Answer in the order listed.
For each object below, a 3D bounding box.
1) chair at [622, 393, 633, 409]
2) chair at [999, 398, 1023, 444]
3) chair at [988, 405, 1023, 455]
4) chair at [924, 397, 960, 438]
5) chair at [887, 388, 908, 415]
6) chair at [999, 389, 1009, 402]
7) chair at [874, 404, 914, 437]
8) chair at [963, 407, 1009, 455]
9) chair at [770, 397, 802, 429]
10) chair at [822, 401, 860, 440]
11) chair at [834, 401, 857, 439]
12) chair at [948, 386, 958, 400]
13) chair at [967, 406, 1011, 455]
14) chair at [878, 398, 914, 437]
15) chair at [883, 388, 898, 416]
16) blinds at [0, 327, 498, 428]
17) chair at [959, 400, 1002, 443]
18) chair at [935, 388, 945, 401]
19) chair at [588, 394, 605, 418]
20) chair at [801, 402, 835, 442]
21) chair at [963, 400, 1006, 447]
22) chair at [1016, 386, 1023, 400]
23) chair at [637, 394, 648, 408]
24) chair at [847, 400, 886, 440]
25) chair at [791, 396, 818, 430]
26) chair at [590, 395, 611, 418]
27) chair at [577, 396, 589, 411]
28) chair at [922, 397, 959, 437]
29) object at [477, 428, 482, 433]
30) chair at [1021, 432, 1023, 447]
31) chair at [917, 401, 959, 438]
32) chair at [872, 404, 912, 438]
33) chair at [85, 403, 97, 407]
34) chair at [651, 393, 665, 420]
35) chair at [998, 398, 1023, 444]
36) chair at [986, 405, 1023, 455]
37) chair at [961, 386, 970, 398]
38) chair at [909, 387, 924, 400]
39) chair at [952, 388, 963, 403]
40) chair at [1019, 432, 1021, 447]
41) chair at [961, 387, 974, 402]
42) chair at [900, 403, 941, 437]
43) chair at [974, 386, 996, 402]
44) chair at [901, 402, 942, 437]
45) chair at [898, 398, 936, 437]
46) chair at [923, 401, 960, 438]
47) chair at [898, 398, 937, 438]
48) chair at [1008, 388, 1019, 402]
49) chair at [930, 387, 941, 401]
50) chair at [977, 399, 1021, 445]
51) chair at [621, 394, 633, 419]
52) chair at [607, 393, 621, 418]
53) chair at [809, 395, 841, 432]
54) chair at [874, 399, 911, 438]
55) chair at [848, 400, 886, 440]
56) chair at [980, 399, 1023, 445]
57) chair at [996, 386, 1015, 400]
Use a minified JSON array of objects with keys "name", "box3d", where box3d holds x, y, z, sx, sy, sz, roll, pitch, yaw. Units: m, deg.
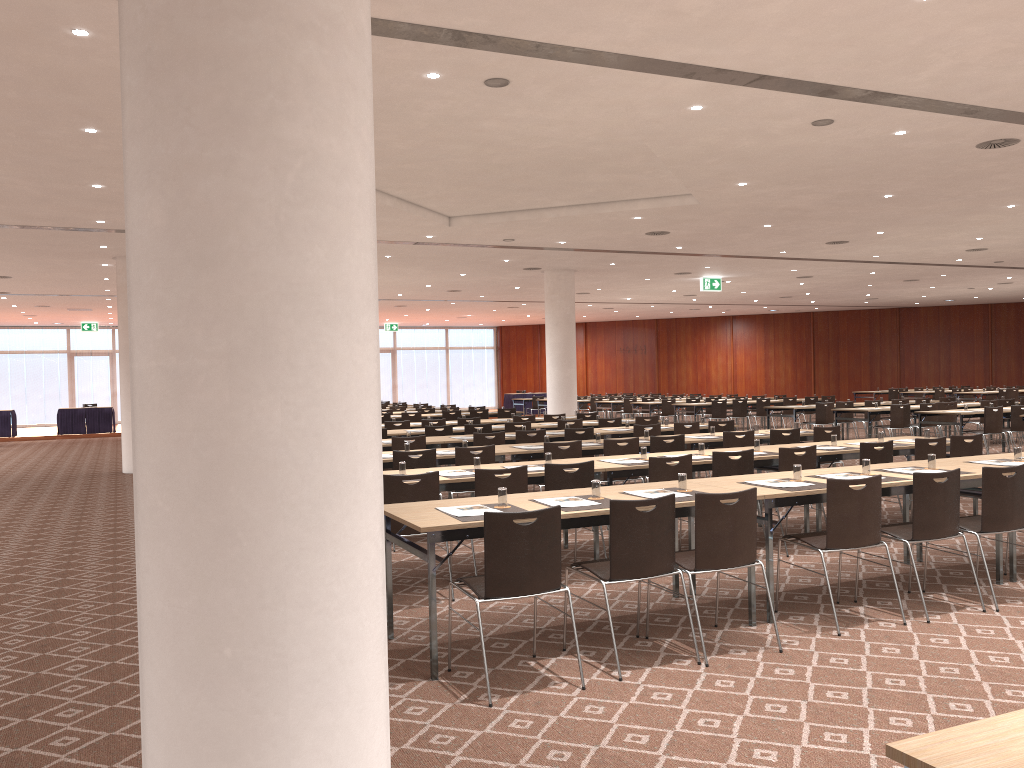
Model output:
[{"name":"chair","box3d":[4.137,0.793,32.210,0.535,0.939,0.613,-2,1,-24]},{"name":"chair","box3d":[10.397,0.754,18.119,0.535,0.939,0.613,-2,1,-24]},{"name":"chair","box3d":[8.582,0.821,15.172,0.535,0.939,0.613,-2,1,-23]},{"name":"chair","box3d":[9.676,0.757,19.906,0.535,0.939,0.614,-2,1,-26]},{"name":"chair","box3d":[13.038,0.599,29.821,0.535,0.939,0.614,-2,1,-26]},{"name":"chair","box3d":[14.107,0.606,25.705,0.535,0.939,0.614,-2,1,-26]},{"name":"chair","box3d":[7.219,0.841,16.708,0.535,0.939,0.613,-2,1,-23]},{"name":"chair","box3d":[7.916,0.839,14.829,0.535,0.939,0.613,-2,1,-26]},{"name":"chair","box3d":[7.011,0.799,22.698,0.535,0.939,0.613,-2,1,-24]},{"name":"chair","box3d":[6.956,0.831,18.780,0.535,0.939,0.613,-2,1,-27]},{"name":"chair","box3d":[6.895,0.833,18.752,0.535,0.939,0.613,-2,1,-26]},{"name":"chair","box3d":[15.085,0.544,30.595,0.535,0.939,0.613,-2,1,-26]},{"name":"chair","box3d":[7.918,0.839,14.830,0.535,0.939,0.613,-2,1,-23]},{"name":"chair","box3d":[8.436,0.790,19.484,0.535,0.939,0.613,-2,1,-21]},{"name":"chair","box3d":[12.511,0.615,29.373,0.535,0.939,0.614,-2,1,-24]},{"name":"blinds","box3d":[-11.121,-0.446,36.831,22.849,3.817,0.115,-2,1,-24]},{"name":"chair","box3d":[9.264,0.786,17.535,0.535,0.939,0.613,-2,1,-27]},{"name":"chair","box3d":[13.238,0.611,27.722,0.535,0.939,0.613,-2,1,-25]},{"name":"chair","box3d":[2.925,0.826,31.671,0.535,0.939,0.613,-2,1,-26]},{"name":"chair","box3d":[6.426,0.846,18.463,0.535,0.939,0.613,-2,1,-24]},{"name":"chair","box3d":[9.333,0.784,17.566,0.535,0.939,0.613,-2,1,-26]},{"name":"chair","box3d":[16.547,0.522,29.056,0.535,0.939,0.613,-2,1,-21]},{"name":"chair","box3d":[4.368,0.804,30.124,0.535,0.939,0.613,-2,1,-24]},{"name":"chair","box3d":[7.595,0.814,18.983,0.535,0.939,0.613,-2,1,-24]},{"name":"chair","box3d":[7.590,0.784,22.802,0.535,0.939,0.613,-2,1,-25]},{"name":"chair","box3d":[2.961,0.842,29.499,0.535,0.939,0.613,-2,1,-26]},{"name":"chair","box3d":[2.241,0.861,29.333,0.535,0.939,0.613,-2,1,-23]},{"name":"chair","box3d":[9.617,0.759,19.880,0.535,0.939,0.613,-2,1,-22]},{"name":"object","box3d":[-0.430,0.639,11.731,0.054,0.114,0.054,-2,1,-35]},{"name":"chair","box3d":[9.239,0.804,15.336,0.535,0.939,0.613,-2,1,-21]},{"name":"chair","box3d":[8.293,0.811,17.232,0.535,0.939,0.613,-2,1,-22]},{"name":"chair","box3d":[7.173,0.842,16.688,0.535,0.939,0.613,-2,1,-21]},{"name":"chair","box3d":[-13.873,1.119,29.141,0.535,0.939,0.613,-2,1,-21]},{"name":"chair","box3d":[4.866,0.789,30.499,0.535,0.939,0.613,-2,1,-22]},{"name":"chair","box3d":[10.393,0.754,18.118,0.535,0.939,0.613,-2,1,-23]},{"name":"chair","box3d":[8.550,0.821,15.158,0.535,0.939,0.613,-2,1,-21]},{"name":"chair","box3d":[15.735,0.525,31.019,0.535,0.939,0.613,-2,1,-23]},{"name":"chair","box3d":[13.608,0.585,29.940,0.535,0.939,0.613,-2,1,-26]},{"name":"chair","box3d":[13.830,0.596,27.850,0.535,0.939,0.614,-2,1,-26]},{"name":"chair","box3d":[9.191,0.805,15.315,0.535,0.939,0.613,-2,1,-24]},{"name":"chair","box3d":[14.401,0.579,28.238,0.535,0.939,0.613,-2,1,-24]},{"name":"chair","box3d":[7.801,0.826,16.885,0.535,0.939,0.613,-2,1,-24]},{"name":"chair","box3d":[15.353,0.553,28.661,0.535,0.939,0.613,-2,1,-21]},{"name":"chair","box3d":[7.822,0.825,16.895,0.535,0.939,0.613,-2,1,-21]},{"name":"chair","box3d":[8.986,0.776,19.681,0.535,0.939,0.613,-2,1,-26]},{"name":"chair","box3d":[8.387,0.809,17.273,0.535,0.939,0.613,-2,1,-27]},{"name":"chair","box3d":[8.988,0.775,19.682,0.535,0.939,0.613,-2,1,-23]},{"name":"chair","box3d":[14.652,0.589,26.162,0.535,0.939,0.613,-2,1,-24]},{"name":"chair","box3d":[14.498,0.559,30.470,0.535,0.939,0.613,-2,1,-21]},{"name":"chair","box3d":[9.813,0.770,17.907,0.535,0.939,0.613,-2,1,-25]},{"name":"chair","box3d":[3.812,0.818,29.966,0.535,0.939,0.613,-2,1,-26]},{"name":"chair","box3d":[3.549,0.808,32.037,0.535,0.939,0.613,-2,1,-27]},{"name":"chair","box3d":[8.148,0.768,23.138,0.535,0.939,0.613,-2,1,-21]},{"name":"chair","box3d":[8.356,0.792,19.448,0.535,0.939,0.613,-2,1,-25]},{"name":"chair","box3d":[7.612,0.814,18.990,0.535,0.939,0.613,-2,1,-26]},{"name":"chair","box3d":[9.876,0.768,17.935,0.535,0.939,0.613,-2,1,-24]},{"name":"chair","box3d":[16.017,0.537,28.741,0.535,0.939,0.613,-2,1,-27]}]
